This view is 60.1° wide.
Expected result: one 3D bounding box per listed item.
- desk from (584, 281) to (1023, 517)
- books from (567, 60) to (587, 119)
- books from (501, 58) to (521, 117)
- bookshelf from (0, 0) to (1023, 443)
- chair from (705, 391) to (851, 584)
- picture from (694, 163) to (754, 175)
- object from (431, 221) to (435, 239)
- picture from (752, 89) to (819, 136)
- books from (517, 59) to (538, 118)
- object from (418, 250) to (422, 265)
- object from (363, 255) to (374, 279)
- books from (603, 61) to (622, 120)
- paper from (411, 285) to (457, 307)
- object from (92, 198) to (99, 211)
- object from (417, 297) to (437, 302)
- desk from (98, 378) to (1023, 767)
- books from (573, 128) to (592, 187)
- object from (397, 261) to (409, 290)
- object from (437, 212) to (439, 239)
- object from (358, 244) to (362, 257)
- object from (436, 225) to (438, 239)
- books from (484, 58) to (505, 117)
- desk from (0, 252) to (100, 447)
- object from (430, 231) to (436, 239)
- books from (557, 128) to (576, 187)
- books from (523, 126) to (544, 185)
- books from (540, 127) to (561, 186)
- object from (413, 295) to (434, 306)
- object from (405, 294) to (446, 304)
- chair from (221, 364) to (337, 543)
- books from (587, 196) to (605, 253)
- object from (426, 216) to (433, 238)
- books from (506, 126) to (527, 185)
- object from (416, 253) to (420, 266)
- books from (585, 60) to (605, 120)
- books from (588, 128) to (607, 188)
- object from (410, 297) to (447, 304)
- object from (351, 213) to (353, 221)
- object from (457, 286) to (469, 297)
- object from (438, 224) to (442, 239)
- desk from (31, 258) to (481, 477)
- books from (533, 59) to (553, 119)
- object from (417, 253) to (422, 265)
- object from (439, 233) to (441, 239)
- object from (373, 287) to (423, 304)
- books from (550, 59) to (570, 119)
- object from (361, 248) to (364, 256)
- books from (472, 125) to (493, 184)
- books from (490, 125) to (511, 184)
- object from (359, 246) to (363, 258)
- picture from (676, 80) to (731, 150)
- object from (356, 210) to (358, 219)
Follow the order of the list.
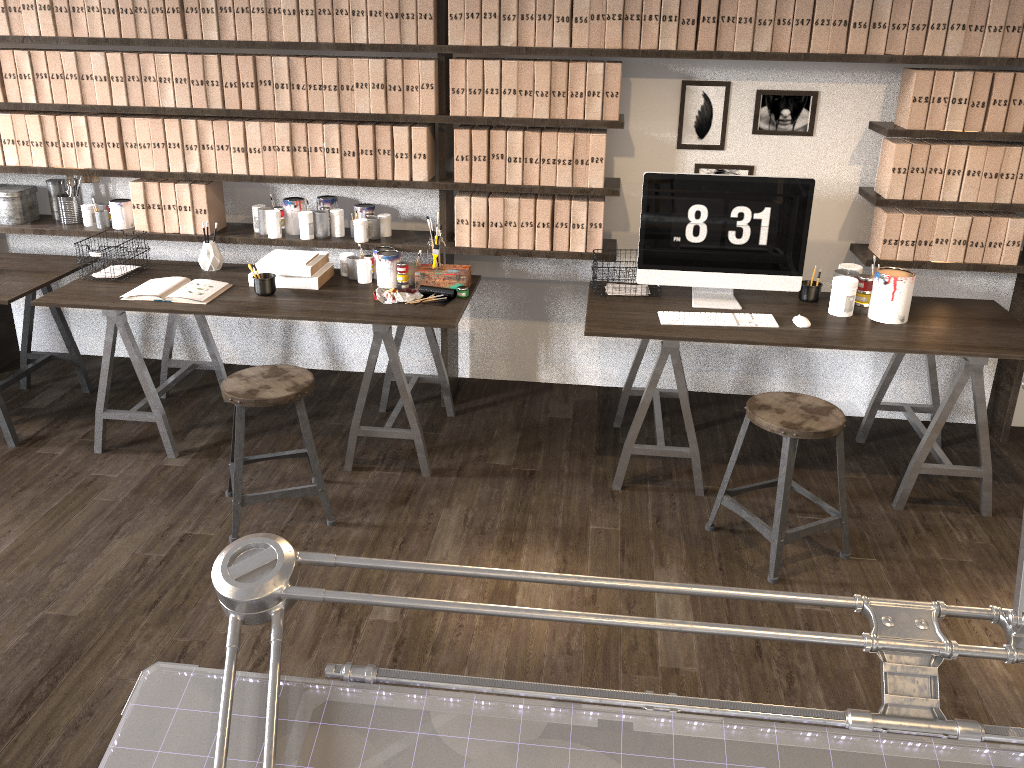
[{"bbox_3d":[1.122,0.039,3.557,1.668,0.658,0.667,3,22,6],"label":"desk"},{"bbox_3d":[0.267,-1.200,3.614,0.067,0.222,0.177,3,22,6],"label":"books"},{"bbox_3d":[0.001,-1.215,3.638,0.067,0.221,0.177,3,22,6],"label":"books"},{"bbox_3d":[-1.125,-0.790,4.030,9.178,3.153,0.380,3,21,6],"label":"bookshelf"},{"bbox_3d":[0.941,0.330,3.047,0.359,0.519,0.377,-9,24,-24],"label":"chair"},{"bbox_3d":[0.912,-0.861,3.842,0.251,0.180,0.023,3,21,6],"label":"picture"},{"bbox_3d":[-0.317,-0.577,3.650,0.006,0.179,0.054,-16,27,-38],"label":"object"},{"bbox_3d":[1.142,-1.136,3.711,0.251,0.180,0.023,3,21,6],"label":"picture"},{"bbox_3d":[0.063,-1.212,3.634,0.067,0.221,0.177,3,22,6],"label":"books"},{"bbox_3d":[-0.393,-0.487,3.701,0.033,0.145,0.005,3,21,5],"label":"object"},{"bbox_3d":[-0.614,-0.499,3.784,0.045,0.099,0.045,3,21,6],"label":"object"},{"bbox_3d":[0.408,-1.192,3.601,0.067,0.222,0.177,3,22,6],"label":"books"},{"bbox_3d":[-0.317,-0.356,3.536,0.155,0.037,0.139,9,24,19],"label":"paper"},{"bbox_3d":[-1.870,-0.779,4.007,0.041,0.123,0.008,-1,21,-5],"label":"object"},{"bbox_3d":[-0.349,-0.333,3.520,0.120,0.006,0.008,-14,27,-32],"label":"object"},{"bbox_3d":[0.487,0.775,0.877,2.069,1.363,1.095,3,22,6],"label":"desk"},{"bbox_3d":[0.295,-0.945,3.706,0.067,0.221,0.177,3,22,6],"label":"books"},{"bbox_3d":[-0.451,-0.447,3.658,0.049,0.110,0.050,5,21,9],"label":"object"},{"bbox_3d":[-0.306,-0.595,3.643,0.007,0.224,0.020,16,25,34],"label":"object"},{"bbox_3d":[-0.649,-0.541,3.835,0.029,0.131,0.004,5,21,10],"label":"object"},{"bbox_3d":[-0.310,-0.563,3.629,0.005,0.177,0.022,10,23,23],"label":"object"},{"bbox_3d":[-0.072,-1.219,3.644,0.067,0.222,0.177,3,22,6],"label":"books"},{"bbox_3d":[-2.758,-0.195,3.944,1.668,0.658,0.667,3,22,6],"label":"desk"},{"bbox_3d":[-0.319,-0.556,3.635,0.038,0.151,0.008,-13,25,-33],"label":"object"},{"bbox_3d":[0.228,-0.947,3.708,0.067,0.222,0.177,3,22,6],"label":"books"},{"bbox_3d":[0.091,-0.958,3.727,0.067,0.222,0.177,3,22,6],"label":"books"},{"bbox_3d":[0.162,-0.954,3.720,0.067,0.222,0.177,3,22,6],"label":"books"},{"bbox_3d":[-0.348,-0.333,3.509,0.006,0.006,0.159,11,25,24],"label":"object"},{"bbox_3d":[-0.343,-0.338,3.512,0.172,0.017,0.012,-10,24,-24],"label":"object"},{"bbox_3d":[-0.862,0.232,3.202,0.372,0.519,0.364,-7,23,-19],"label":"chair"},{"bbox_3d":[0.360,-0.687,3.796,0.067,0.222,0.177,3,22,6],"label":"books"},{"bbox_3d":[-0.326,-0.583,3.634,0.055,0.210,0.007,6,21,12],"label":"object"},{"bbox_3d":[0.020,-0.961,3.730,0.067,0.222,0.177,3,22,6],"label":"books"},{"bbox_3d":[-0.402,-0.487,3.697,0.040,0.128,0.005,3,21,4],"label":"object"},{"bbox_3d":[0.337,-1.195,3.603,0.067,0.222,0.177,3,22,6],"label":"books"},{"bbox_3d":[0.357,-0.941,3.698,0.067,0.221,0.177,3,22,6],"label":"books"},{"bbox_3d":[-0.330,-0.332,3.518,0.158,0.005,0.005,-11,25,-26],"label":"object"},{"bbox_3d":[-0.700,-0.705,3.907,0.004,0.102,0.036,3,21,4],"label":"object"},{"bbox_3d":[-0.200,-0.374,3.583,0.049,0.037,0.050,5,22,9],"label":"object"},{"bbox_3d":[-0.308,-0.570,3.634,0.008,0.183,0.072,-16,27,-38],"label":"object"},{"bbox_3d":[-1.005,-0.089,3.769,1.668,0.658,0.667,3,22,6],"label":"desk"},{"bbox_3d":[0.129,-1.206,3.623,0.067,0.222,0.177,3,22,6],"label":"books"},{"bbox_3d":[-0.399,-0.492,3.719,0.040,0.122,0.005,2,21,2],"label":"object"},{"bbox_3d":[-0.301,-0.553,3.643,0.005,0.145,0.033,-16,26,-37],"label":"object"},{"bbox_3d":[-0.450,-0.359,3.528,0.197,0.050,0.134,-8,24,-21],"label":"object"},{"bbox_3d":[0.197,-1.205,3.621,0.067,0.222,0.177,3,22,6],"label":"books"},{"bbox_3d":[-0.639,-0.540,3.850,0.035,0.101,0.005,6,21,13],"label":"object"},{"bbox_3d":[-0.125,-0.969,3.744,0.067,0.222,0.177,3,22,6],"label":"books"},{"bbox_3d":[-0.050,-0.967,3.742,0.067,0.222,0.177,3,22,6],"label":"books"},{"bbox_3d":[-0.642,-0.539,3.829,0.036,0.116,0.005,5,21,11],"label":"object"},{"bbox_3d":[0.810,-1.138,3.752,0.201,0.280,0.022,3,21,5],"label":"picture"},{"bbox_3d":[-0.680,-0.712,3.904,0.005,0.117,0.036,2,21,2],"label":"object"}]
